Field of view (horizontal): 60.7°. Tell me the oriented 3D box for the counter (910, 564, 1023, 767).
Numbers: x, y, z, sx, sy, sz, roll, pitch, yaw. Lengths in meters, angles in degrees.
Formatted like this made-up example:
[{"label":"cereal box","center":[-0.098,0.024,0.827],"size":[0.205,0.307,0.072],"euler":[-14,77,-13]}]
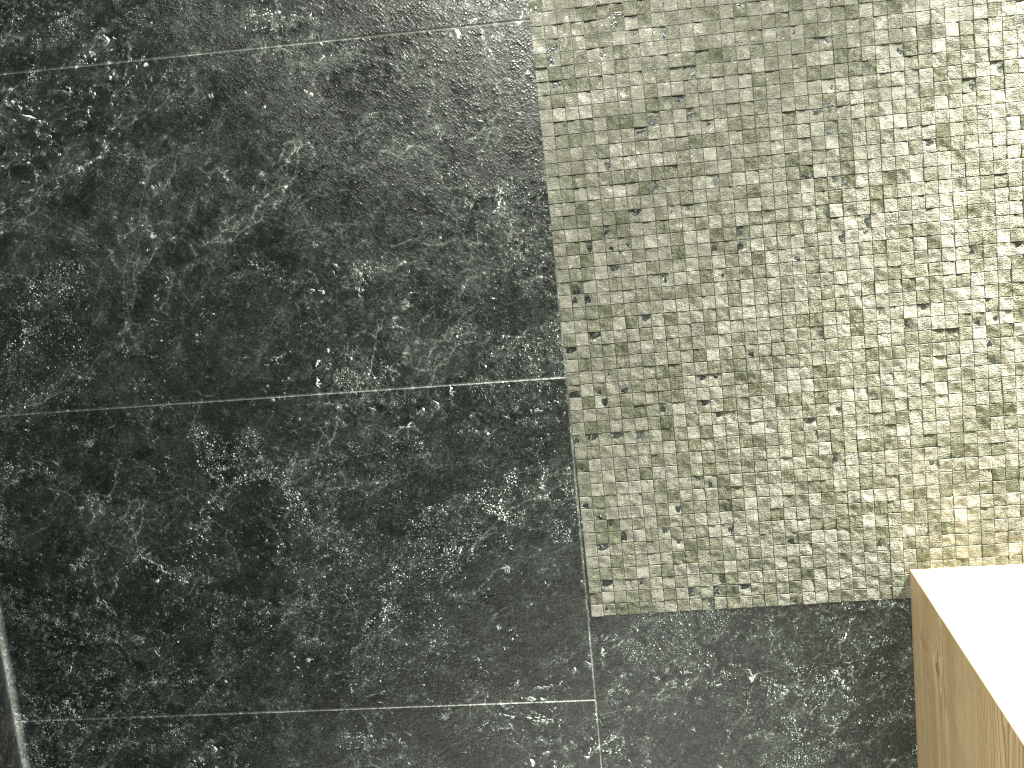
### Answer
[{"label":"counter","center":[1.236,0.499,1.056],"size":[1.306,1.052,0.653],"euler":[-4,7,6]}]
